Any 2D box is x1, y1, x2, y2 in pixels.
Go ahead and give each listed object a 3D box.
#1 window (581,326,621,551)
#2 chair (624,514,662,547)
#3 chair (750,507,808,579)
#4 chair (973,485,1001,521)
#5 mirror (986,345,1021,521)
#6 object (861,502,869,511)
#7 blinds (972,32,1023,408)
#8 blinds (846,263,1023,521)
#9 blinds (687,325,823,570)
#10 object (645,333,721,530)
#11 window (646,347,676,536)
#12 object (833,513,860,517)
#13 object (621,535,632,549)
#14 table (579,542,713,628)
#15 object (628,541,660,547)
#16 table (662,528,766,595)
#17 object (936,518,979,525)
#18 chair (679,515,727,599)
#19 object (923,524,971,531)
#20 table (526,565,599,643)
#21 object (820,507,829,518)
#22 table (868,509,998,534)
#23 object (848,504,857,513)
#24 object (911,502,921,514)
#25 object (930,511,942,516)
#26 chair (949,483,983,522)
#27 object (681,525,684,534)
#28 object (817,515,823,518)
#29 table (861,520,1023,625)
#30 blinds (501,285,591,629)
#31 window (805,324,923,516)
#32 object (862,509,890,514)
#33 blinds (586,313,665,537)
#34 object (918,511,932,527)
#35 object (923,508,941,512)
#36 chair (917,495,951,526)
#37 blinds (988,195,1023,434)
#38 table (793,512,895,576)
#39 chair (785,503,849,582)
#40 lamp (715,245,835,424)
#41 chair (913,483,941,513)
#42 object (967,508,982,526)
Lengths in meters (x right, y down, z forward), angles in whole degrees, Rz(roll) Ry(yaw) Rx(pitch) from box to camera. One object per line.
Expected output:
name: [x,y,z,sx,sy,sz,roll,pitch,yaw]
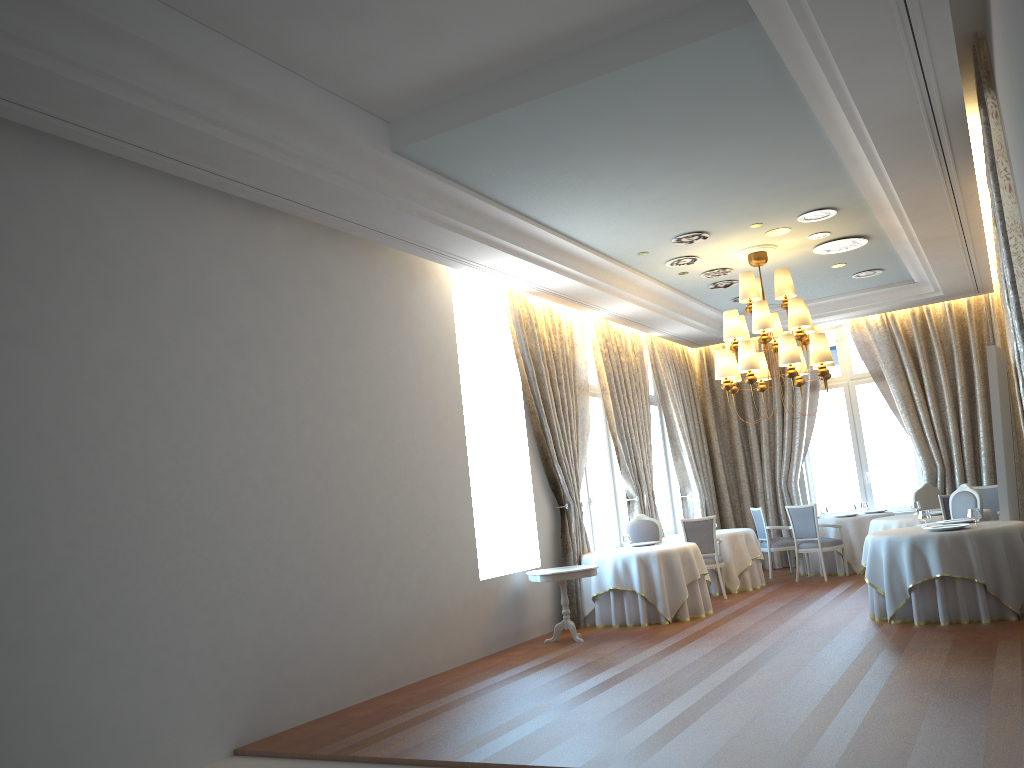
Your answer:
window: [1.002,0.699,12.439,0.259,3.306,1.882,-10,-9,28]
chair: [1.802,2.350,11.773,0.563,1.233,0.690,-7,-8,4]
chair: [4.228,2.483,14.076,0.629,1.108,0.650,-5,-8,-6]
chair: [6.671,1.996,12.486,0.629,1.108,0.650,1,-11,-40]
mirror: [5.571,0.955,9.983,0.385,2.564,2.251,-11,-9,29]
object: [5.640,1.977,14.172,0.128,0.165,0.128,-11,-9,29]
blinds: [4.659,-0.297,8.103,0.238,4.819,4.439,-11,-9,29]
blinds: [6.905,0.372,14.267,2.476,4.901,0.386,-11,-9,29]
blinds: [4.426,0.834,15.649,2.535,4.901,0.386,-11,-9,29]
object: [3.012,0.971,15.234,0.386,4.901,2.121,-11,-9,29]
window: [2.159,0.878,14.533,0.196,3.306,1.881,-11,-9,29]
object: [5.129,2.013,13.596,0.419,0.036,0.419,-10,-9,27]
object: [1.444,1.990,11.183,0.128,0.165,0.128,-8,-8,11]
table: [1.598,2.475,10.943,1.663,0.890,1.667,-9,-9,18]
object: [1.692,2.060,11.396,0.419,0.036,0.419,-10,-9,27]
table: [2.908,2.666,13.226,1.667,0.890,1.663,-9,-9,23]
object: [4.657,1.437,9.257,0.419,0.036,0.419,-10,-9,27]
chair: [2.592,2.386,12.199,0.650,1.108,0.629,-7,-8,4]
object: [4.182,1.382,8.527,0.419,0.036,0.419,-10,-9,27]
table: [0.591,2.438,9.723,0.761,0.801,0.760,-3,-9,-21]
object: [4.901,2.016,13.901,0.128,0.165,0.128,-11,-9,29]
table: [5.593,2.164,11.714,1.663,0.890,1.667,-14,-11,42]
object: [5.328,1.965,13.860,0.128,0.165,0.128,-11,-9,29]
object: [5.519,1.691,12.102,0.128,0.165,0.128,-11,-9,29]
object: [5.458,1.661,11.393,0.419,0.036,0.419,-10,-9,27]
chair: [4.789,1.738,9.721,0.690,1.233,0.563,-4,-8,-11]
object: [2.665,2.215,13.640,0.128,0.165,0.128,-11,-9,29]
object: [4.747,2.132,14.141,0.419,0.036,0.419,-10,-9,27]
table: [4.404,1.880,8.877,1.663,0.890,1.667,-9,-9,18]
blinds: [0.635,0.600,11.256,0.315,4.930,2.204,-11,-9,29]
window: [5.904,0.593,15.299,1.881,3.306,0.196,-11,-9,29]
object: [5.676,1.990,13.838,0.419,0.036,0.419,-10,-9,27]
blinds: [1.871,0.776,13.375,0.335,4.969,2.257,-11,-9,29]
object: [4.315,1.409,9.260,0.128,0.165,0.128,-1,-9,-31]
object: [5.830,1.726,12.121,0.419,0.036,0.419,-10,-9,27]
chair: [5.364,1.884,10.754,0.650,1.108,0.629,-6,-8,-1]
blinds: [6.821,0.021,11.890,0.238,4.819,4.439,-11,-9,29]
table: [5.294,2.520,13.965,1.663,0.890,1.667,1,-11,-42]
chair: [4.475,2.316,13.099,0.650,1.108,0.629,-14,-11,43]
lamp: [3.149,-0.618,10.864,1.373,2.121,1.373,-2,-9,-23]
chair: [5.968,2.098,13.076,0.563,1.233,0.690,-3,-9,-21]
object: [4.501,1.297,8.623,0.128,0.165,0.128,-11,-9,29]
